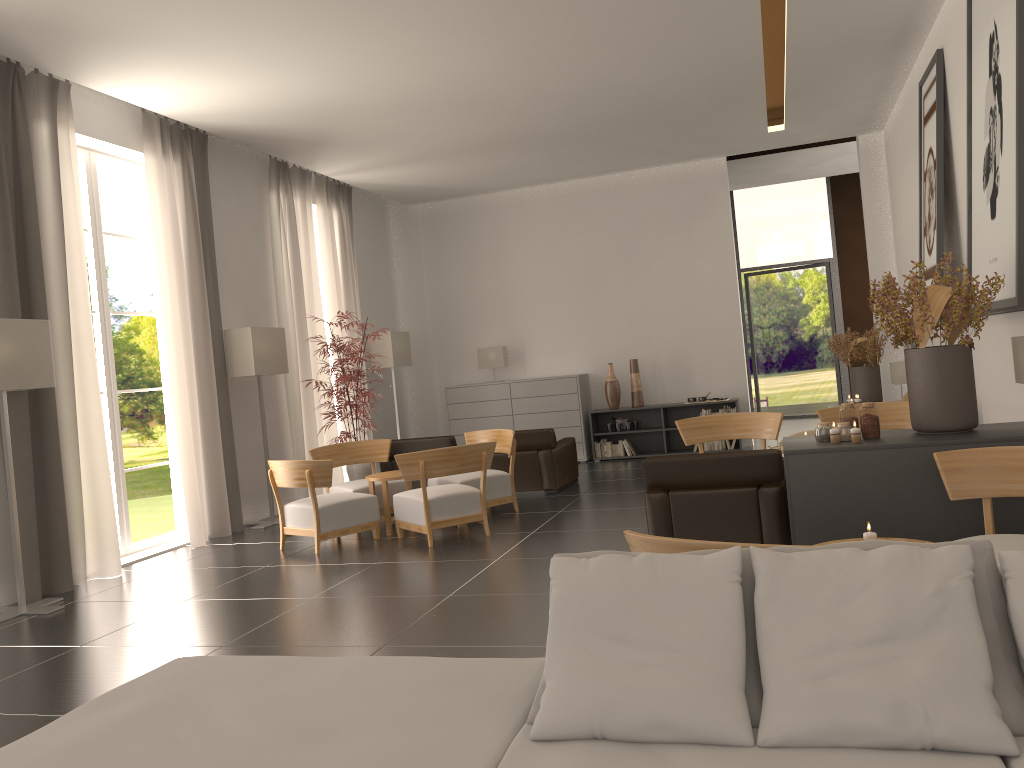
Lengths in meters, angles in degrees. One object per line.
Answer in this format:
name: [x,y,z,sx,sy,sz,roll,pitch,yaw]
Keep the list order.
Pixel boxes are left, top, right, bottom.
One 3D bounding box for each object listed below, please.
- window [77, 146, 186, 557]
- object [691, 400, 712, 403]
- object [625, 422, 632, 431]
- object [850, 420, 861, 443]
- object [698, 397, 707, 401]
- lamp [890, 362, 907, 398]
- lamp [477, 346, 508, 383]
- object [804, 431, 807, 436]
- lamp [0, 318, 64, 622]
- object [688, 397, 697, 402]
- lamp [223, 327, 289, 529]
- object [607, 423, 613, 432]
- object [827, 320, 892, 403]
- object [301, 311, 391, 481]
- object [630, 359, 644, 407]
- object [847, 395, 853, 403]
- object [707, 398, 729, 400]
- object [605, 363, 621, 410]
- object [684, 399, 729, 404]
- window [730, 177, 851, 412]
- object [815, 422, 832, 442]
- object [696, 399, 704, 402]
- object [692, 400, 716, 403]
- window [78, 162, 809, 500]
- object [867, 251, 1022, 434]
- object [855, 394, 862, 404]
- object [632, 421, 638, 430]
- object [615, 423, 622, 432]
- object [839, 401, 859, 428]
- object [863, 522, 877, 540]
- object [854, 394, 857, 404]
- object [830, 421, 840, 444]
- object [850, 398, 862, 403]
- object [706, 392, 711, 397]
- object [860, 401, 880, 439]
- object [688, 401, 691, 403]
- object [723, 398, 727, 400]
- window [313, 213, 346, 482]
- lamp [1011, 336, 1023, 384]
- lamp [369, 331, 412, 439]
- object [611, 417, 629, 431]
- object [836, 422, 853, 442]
window: [-5.727,-0.445,12.478,0.110,5.750,2.645,-5,0,17]
object: [3.905,0.367,18.402,0.514,0.015,0.014,-5,0,9]
object: [2.478,0.904,18.822,0.136,0.179,0.135,-5,0,-12]
object: [2.874,0.397,7.419,0.080,0.187,0.080,-5,0,26]
object: [4.031,0.315,18.718,0.188,0.082,0.188,-5,1,31]
lamp: [7.052,-0.020,16.081,0.257,0.756,0.515,-5,0,17]
lamp: [-0.429,-0.438,20.181,0.618,0.796,0.310,-5,0,17]
object: [3.490,0.651,10.518,0.076,0.187,0.076,-5,0,-34]
lamp: [-5.475,0.898,9.655,0.907,3.179,1.000,-5,0,17]
object: [3.818,0.334,18.787,0.188,0.082,0.188,-6,1,-23]
lamp: [-4.033,0.685,14.417,0.907,3.179,1.000,-5,0,17]
object: [2.103,0.937,18.985,0.135,0.179,0.136,-5,0,18]
object: [6.487,-0.375,16.489,1.588,1.554,0.927,-6,0,-45]
object: [-2.781,0.451,15.070,1.489,3.398,1.771,-5,0,2]
object: [2.652,-0.021,18.998,0.262,1.025,0.262,-5,0,20]
object: [6.128,0.318,16.085,0.108,0.254,0.108,-5,0,-19]
object: [4.295,0.319,18.473,0.293,0.034,0.405,-6,1,-25]
object: [2.139,0.046,18.925,0.326,0.992,0.327,-5,0,40]
object: [4.076,0.358,18.506,0.893,0.003,0.672,-5,1,19]
window: [4.069,-2.360,25.811,10.303,7.382,0.100,-5,0,17]
object: [2.733,0.420,7.769,0.157,0.158,0.157,-5,0,-10]
object: [3.872,0.346,18.505,0.292,0.058,0.086,-5,1,4]
object: [3.959,0.363,18.345,0.514,0.015,0.014,-5,0,15]
window: [7.431,-4.385,18.505,99.069,20.582,48.652,-5,1,17]
object: [3.820,-0.378,7.509,1.421,1.554,1.438,-5,0,29]
object: [6.234,0.310,15.951,0.104,0.254,0.104,-5,0,-23]
object: [2.642,0.886,18.987,0.135,0.179,0.136,-5,0,23]
object: [2.272,0.923,18.855,0.135,0.179,0.136,-5,0,18]
object: [2.959,0.314,7.783,0.157,0.325,0.157,-5,0,9]
object: [2.188,0.935,5.417,0.080,0.187,0.080,-5,0,-19]
object: [6.253,0.307,16.074,0.104,0.254,0.104,-5,0,-23]
object: [2.743,0.408,7.538,0.076,0.187,0.076,-5,0,33]
object: [6.188,0.347,15.953,0.207,0.187,0.111,-5,0,4]
object: [4.081,0.259,18.734,0.261,0.152,0.086,-6,0,-15]
object: [3.078,0.305,7.631,0.158,0.325,0.157,-5,0,-36]
object: [3.724,0.368,18.597,0.034,0.040,0.112,-6,1,-29]
object: [4.359,0.313,18.216,0.112,0.040,0.034,-5,0,6]
window: [-4.195,-0.672,17.537,0.110,5.750,2.645,-5,0,17]
lamp: [4.336,-0.024,7.270,0.257,0.757,0.515,-5,0,17]
lamp: [-2.526,0.461,19.391,0.907,3.179,1.000,-5,0,17]
object: [2.333,0.848,19.054,0.413,0.309,0.142,-5,0,32]
object: [2.852,0.411,7.616,0.157,0.158,0.157,-5,0,-10]
